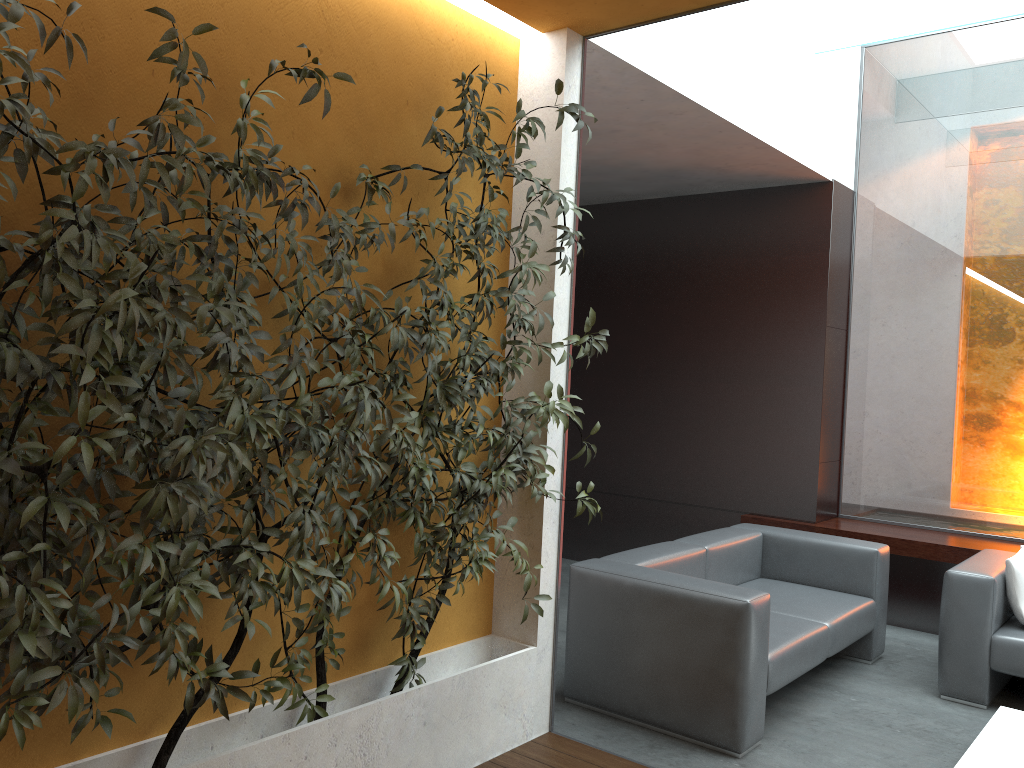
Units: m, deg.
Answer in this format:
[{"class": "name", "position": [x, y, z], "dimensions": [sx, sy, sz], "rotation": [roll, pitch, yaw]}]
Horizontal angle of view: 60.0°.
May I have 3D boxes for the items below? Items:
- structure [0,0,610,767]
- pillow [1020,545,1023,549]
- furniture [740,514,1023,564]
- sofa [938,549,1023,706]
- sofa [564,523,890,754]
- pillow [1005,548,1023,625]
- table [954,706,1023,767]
[{"class": "structure", "position": [-0.760, -0.038, 2.512], "dimensions": [0.622, 2.483, 3.166], "rotation": [3, 1, 38]}, {"class": "pillow", "position": [2.893, 1.062, 4.698], "dimensions": [0.376, 0.361, 0.169], "rotation": [3, 1, 37]}, {"class": "furniture", "position": [4.184, 1.148, 4.806], "dimensions": [6.000, 0.109, 0.600], "rotation": [3, 1, 39]}, {"class": "sofa", "position": [3.524, 1.323, 4.005], "dimensions": [2.781, 0.652, 0.943], "rotation": [3, 1, 39]}, {"class": "sofa", "position": [1.224, 1.205, 4.694], "dimensions": [0.943, 0.652, 2.025], "rotation": [3, 1, 39]}, {"class": "pillow", "position": [2.647, 1.053, 4.552], "dimensions": [0.186, 0.358, 0.376], "rotation": [3, 1, 38]}, {"class": "table", "position": [2.284, 1.542, 3.313], "dimensions": [1.000, 0.150, 1.000], "rotation": [3, 1, 39]}]
